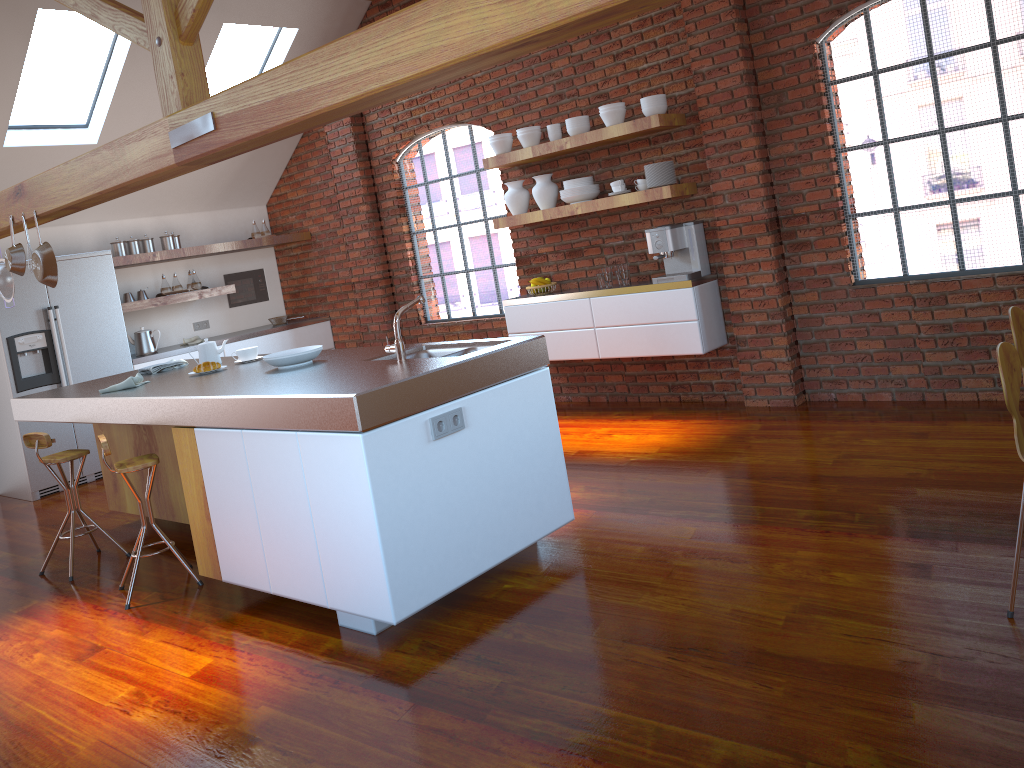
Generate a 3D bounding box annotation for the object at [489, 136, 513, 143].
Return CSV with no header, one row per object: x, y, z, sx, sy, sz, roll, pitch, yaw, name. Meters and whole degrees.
-0.074,-1.763,6.500,0.181,0.103,0.182,-11,8,-12,object

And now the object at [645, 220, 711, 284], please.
1.069,-0.866,5.754,0.269,0.367,0.385,-5,7,42,object

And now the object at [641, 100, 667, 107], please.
0.921,-1.784,5.683,0.166,0.060,0.167,-11,9,-8,object

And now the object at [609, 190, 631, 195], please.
0.726,-1.284,5.922,0.153,0.012,0.156,-9,9,3,object

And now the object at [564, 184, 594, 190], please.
0.475,-1.359,6.177,0.212,0.055,0.217,-4,11,33,object

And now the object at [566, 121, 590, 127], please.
0.462,-1.778,6.111,0.164,0.060,0.168,-3,11,36,object

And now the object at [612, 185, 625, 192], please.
0.718,-1.307,5.917,0.091,0.046,0.100,-4,10,36,object

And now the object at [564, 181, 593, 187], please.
0.471,-1.380,6.176,0.212,0.055,0.217,-4,11,33,object

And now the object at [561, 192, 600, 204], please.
0.485,-1.299,6.179,0.280,0.055,0.287,-5,10,25,object

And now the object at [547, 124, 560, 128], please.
0.301,-1.816,6.270,0.099,0.060,0.099,-11,8,-8,object

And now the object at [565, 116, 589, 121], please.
0.456,-1.816,6.109,0.164,0.060,0.168,-3,11,36,object

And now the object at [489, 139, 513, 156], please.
-0.071,-1.742,6.501,0.181,0.103,0.182,-11,8,-12,object

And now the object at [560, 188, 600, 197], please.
0.482,-1.321,6.178,0.280,0.055,0.287,-5,10,25,object

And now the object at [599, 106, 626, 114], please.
0.678,-1.787,5.874,0.179,0.103,0.184,-8,8,12,object

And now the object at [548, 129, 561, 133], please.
0.307,-1.778,6.272,0.099,0.060,0.099,-11,8,-8,object

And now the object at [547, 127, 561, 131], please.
0.305,-1.791,6.271,0.099,0.060,0.099,-11,8,-8,object

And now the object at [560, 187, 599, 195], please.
0.480,-1.331,6.178,0.280,0.055,0.287,-5,10,25,object

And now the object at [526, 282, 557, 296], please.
0.224,-0.705,6.566,0.235,0.070,0.238,-10,9,0,object

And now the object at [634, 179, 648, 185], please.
0.885,-1.348,5.899,0.093,0.058,0.100,-13,8,-24,object

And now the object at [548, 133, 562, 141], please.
0.312,-1.748,6.273,0.099,0.060,0.099,-11,8,-8,object

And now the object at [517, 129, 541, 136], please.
0.131,-1.775,6.364,0.181,0.103,0.182,-11,8,-12,object

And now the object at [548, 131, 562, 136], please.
0.309,-1.765,6.272,0.099,0.060,0.099,-11,8,-8,object

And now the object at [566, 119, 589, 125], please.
0.460,-1.791,6.110,0.164,0.060,0.168,-3,11,36,object

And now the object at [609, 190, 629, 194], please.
0.725,-1.288,5.922,0.153,0.012,0.156,-9,9,3,object

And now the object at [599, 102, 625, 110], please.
0.674,-1.809,5.873,0.179,0.103,0.184,-8,8,12,object

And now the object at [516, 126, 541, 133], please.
0.127,-1.797,6.363,0.181,0.103,0.182,-11,8,-12,object

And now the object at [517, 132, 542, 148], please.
0.134,-1.754,6.365,0.181,0.103,0.182,-11,8,-12,object

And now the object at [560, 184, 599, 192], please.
0.477,-1.350,6.177,0.280,0.055,0.287,-5,10,25,object

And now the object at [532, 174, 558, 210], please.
0.244,-1.391,6.393,0.191,0.248,0.195,-9,5,14,object

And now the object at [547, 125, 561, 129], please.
0.303,-1.803,6.271,0.099,0.060,0.099,-11,8,-8,object

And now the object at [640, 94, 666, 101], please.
0.914,-1.822,5.681,0.166,0.060,0.167,-11,9,-8,object

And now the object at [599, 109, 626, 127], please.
0.682,-1.765,5.875,0.179,0.103,0.184,-8,8,12,object

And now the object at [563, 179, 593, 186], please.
0.470,-1.391,6.175,0.212,0.055,0.217,-4,11,33,object

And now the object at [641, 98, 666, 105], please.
0.919,-1.797,5.682,0.166,0.060,0.167,-11,9,-8,object

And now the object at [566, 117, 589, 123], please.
0.458,-1.803,6.110,0.164,0.060,0.168,-3,11,36,object

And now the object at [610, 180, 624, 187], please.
0.707,-1.338,5.918,0.091,0.058,0.102,-6,8,25,object

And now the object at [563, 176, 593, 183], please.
0.466,-1.409,6.174,0.212,0.055,0.217,-4,11,33,object

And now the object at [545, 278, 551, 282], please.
0.266,-0.770,6.575,0.047,0.046,0.055,-10,7,-6,object

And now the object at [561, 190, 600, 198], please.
0.484,-1.310,6.179,0.280,0.055,0.287,-5,10,25,object

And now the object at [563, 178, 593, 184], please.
0.468,-1.399,6.175,0.212,0.055,0.217,-4,11,33,object

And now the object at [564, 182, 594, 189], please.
0.473,-1.369,6.176,0.212,0.055,0.217,-4,11,33,object

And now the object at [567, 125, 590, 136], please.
0.467,-1.749,6.112,0.164,0.060,0.168,-3,11,36,object

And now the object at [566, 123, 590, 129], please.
0.465,-1.765,6.111,0.164,0.060,0.168,-3,11,36,object

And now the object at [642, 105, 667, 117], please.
0.926,-1.755,5.684,0.166,0.060,0.167,-11,9,-8,object

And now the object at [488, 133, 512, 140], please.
-0.078,-1.785,6.499,0.181,0.103,0.182,-11,8,-12,object

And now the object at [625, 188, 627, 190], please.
0.754,-1.327,6.100,0.091,0.046,0.100,-7,9,22,object

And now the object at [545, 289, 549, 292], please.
0.250,-0.724,6.601,0.071,0.068,0.068,-15,8,-39,object

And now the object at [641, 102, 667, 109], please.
0.923,-1.771,5.683,0.166,0.060,0.167,-11,9,-8,object

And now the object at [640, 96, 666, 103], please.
0.917,-1.809,5.682,0.166,0.060,0.167,-11,9,-8,object

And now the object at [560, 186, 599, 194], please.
0.478,-1.340,6.177,0.280,0.055,0.287,-5,10,25,object

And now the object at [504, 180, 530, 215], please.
0.040,-1.387,6.575,0.193,0.248,0.193,-11,5,-8,object
